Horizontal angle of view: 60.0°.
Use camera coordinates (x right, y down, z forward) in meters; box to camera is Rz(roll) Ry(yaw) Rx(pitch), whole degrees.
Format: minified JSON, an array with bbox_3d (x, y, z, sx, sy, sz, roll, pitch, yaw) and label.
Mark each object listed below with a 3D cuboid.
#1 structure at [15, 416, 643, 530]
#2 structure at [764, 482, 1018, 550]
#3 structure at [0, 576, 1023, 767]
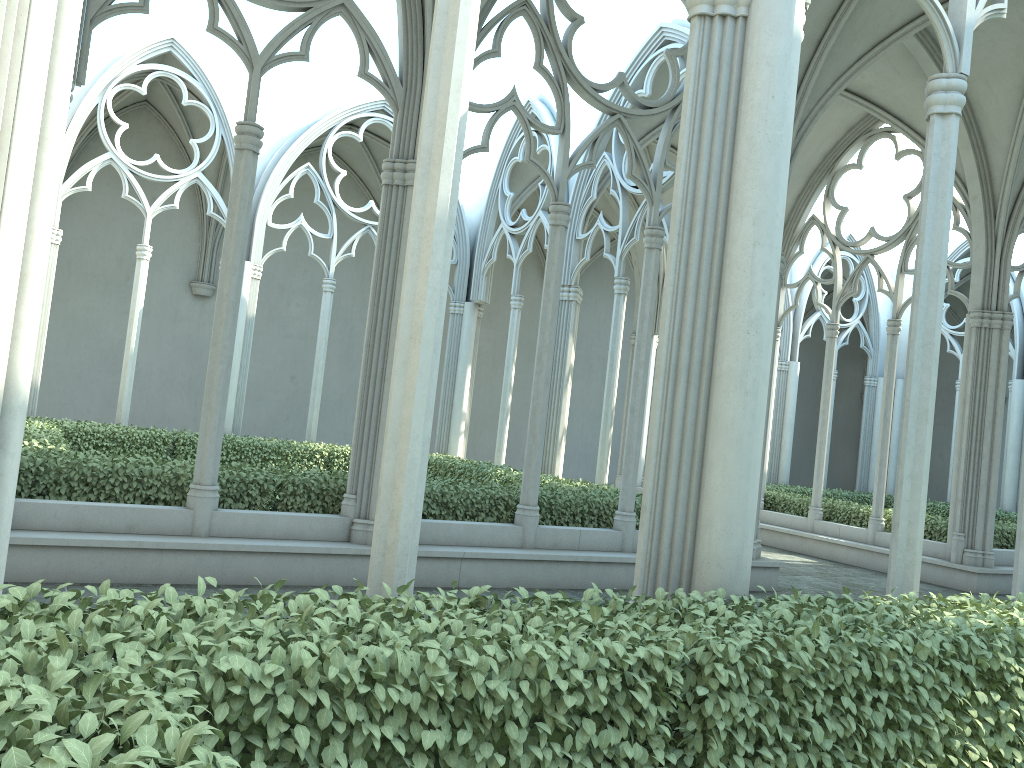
[{"bbox_3d":[-2.993,1.391,12.567,8.018,0.963,7.995,8,-3,-28],"label":"structure"},{"bbox_3d":[8.399,2.954,18.769,8.018,0.963,7.995,8,-3,-28],"label":"structure"},{"bbox_3d":[3.242,1.501,1.073,8.018,0.963,7.995,8,-3,-28],"label":"structure"}]
